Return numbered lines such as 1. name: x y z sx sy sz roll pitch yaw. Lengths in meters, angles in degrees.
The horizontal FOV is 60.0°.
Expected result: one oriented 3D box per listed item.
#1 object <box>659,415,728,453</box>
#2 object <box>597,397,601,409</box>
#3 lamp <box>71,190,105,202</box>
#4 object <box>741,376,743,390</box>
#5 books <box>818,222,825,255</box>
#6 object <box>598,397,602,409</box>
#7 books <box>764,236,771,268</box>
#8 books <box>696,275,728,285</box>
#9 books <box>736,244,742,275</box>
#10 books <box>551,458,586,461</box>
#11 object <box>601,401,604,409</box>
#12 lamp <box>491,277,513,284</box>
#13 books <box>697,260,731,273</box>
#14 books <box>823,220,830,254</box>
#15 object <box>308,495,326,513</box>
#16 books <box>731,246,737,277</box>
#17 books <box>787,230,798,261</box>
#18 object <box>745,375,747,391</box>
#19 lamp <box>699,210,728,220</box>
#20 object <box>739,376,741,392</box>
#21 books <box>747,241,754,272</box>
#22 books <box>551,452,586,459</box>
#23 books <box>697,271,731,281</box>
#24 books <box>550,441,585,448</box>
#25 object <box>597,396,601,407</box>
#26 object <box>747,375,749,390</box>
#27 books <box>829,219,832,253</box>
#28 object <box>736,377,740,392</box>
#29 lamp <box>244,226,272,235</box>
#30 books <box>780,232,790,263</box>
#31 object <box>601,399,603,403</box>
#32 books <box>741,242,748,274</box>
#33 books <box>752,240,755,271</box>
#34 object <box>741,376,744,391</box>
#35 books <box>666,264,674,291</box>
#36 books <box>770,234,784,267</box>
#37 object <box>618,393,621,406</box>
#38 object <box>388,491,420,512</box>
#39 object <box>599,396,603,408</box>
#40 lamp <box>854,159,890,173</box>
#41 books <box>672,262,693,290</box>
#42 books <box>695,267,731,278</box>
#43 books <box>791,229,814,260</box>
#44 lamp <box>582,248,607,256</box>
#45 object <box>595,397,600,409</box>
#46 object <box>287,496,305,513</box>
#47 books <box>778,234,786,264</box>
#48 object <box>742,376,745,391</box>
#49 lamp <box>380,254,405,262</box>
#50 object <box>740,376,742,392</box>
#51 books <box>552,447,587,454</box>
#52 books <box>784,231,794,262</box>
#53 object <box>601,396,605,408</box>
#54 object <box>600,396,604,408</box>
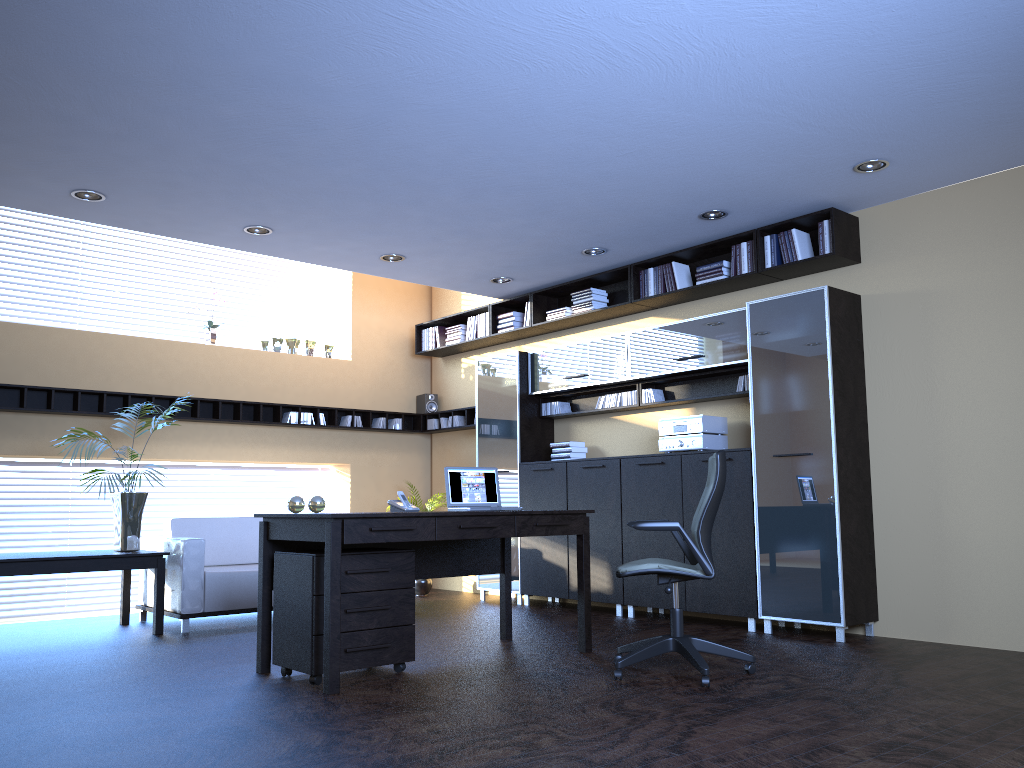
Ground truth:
1. object: 1.443 0.411 7.093 0.363 0.281 0.431 6 -10 -40
2. object: 0.843 0.175 8.061 0.142 0.112 0.059 6 -9 -40
3. lamp: -2.843 -1.307 5.955 0.209 0.096 0.208 -3 -8 19
4. object: 1.836 0.003 6.914 0.142 0.119 0.030 6 -9 -40
5. books: 2.282 -1.020 6.388 0.208 0.257 0.050 5 -9 -41
6. object: 0.849 0.173 8.053 0.142 0.112 0.059 6 -9 -40
7. books: 1.986 -0.973 6.706 0.208 0.257 0.050 5 -9 -41
8. books: 1.648 -0.808 7.116 0.208 0.050 0.259 6 -10 -41
9. books: 1.826 -0.944 6.909 0.208 0.257 0.050 5 -9 -40
10. books: 0.530 0.721 8.260 0.208 0.050 0.259 6 -10 -40
11. object: 0.873 0.170 8.034 0.142 0.112 0.059 6 -9 -40
12. lamp: -0.097 -1.014 8.302 0.208 0.096 0.210 3 -8 -23
13. books: 1.648 -0.925 7.104 0.208 0.050 0.259 6 -10 -40
14. books: 2.303 -1.026 6.347 0.208 0.257 0.036 5 -9 -40
15. object: -1.161 0.715 5.273 0.105 0.105 0.105 2 -8 -22
16. books: 1.789 -0.937 6.948 0.208 0.259 0.055 5 -9 -40
17. books: 2.125 -0.997 6.547 0.208 0.259 0.075 5 -9 -41
18. object: 1.857 -0.002 6.878 0.140 0.118 0.006 6 -9 -40
19. lamp: 1.474 -1.281 6.485 0.209 0.096 0.208 -8 -10 43
20. object: 1.823 0.005 6.929 0.142 0.119 0.030 6 -9 -40
21. books: 1.888 -0.956 6.826 0.208 0.257 0.050 5 -9 -40
22. books: 0.526 0.672 8.277 0.208 0.050 0.259 6 -10 -40
23. books: 1.648 -0.852 7.108 0.208 0.031 0.259 6 -10 -40
24. books: 0.518 0.572 8.294 0.208 0.050 0.259 6 -10 -41
25. object: 0.841 0.176 8.072 0.142 0.112 0.059 6 -9 -40
26. object: 1.866 -0.005 6.858 0.142 0.120 0.009 6 -9 -41
27. books: 2.332 -1.031 6.313 0.208 0.257 0.050 5 -9 -41
28. object: 1.813 0.008 6.941 0.142 0.118 0.040 6 -9 -40
29. lamp: -1.928 -1.209 6.737 0.209 0.096 0.208 -3 -8 19
30. books: 2.083 -0.990 6.595 0.208 0.259 0.075 5 -9 -41
31. object: 0.864 0.171 8.039 0.142 0.112 0.059 6 -9 -40
32. books: 1.853 -0.950 6.864 0.208 0.257 0.050 5 -9 -41
33. books: 1.921 -0.962 6.786 0.208 0.257 0.050 5 -9 -40
34. object: 1.836 0.001 6.900 0.140 0.117 0.026 6 -9 -41
35. books: 1.380 -0.868 7.425 0.208 0.259 0.075 5 -9 -40
36. books: 2.020 -0.979 6.667 0.208 0.257 0.050 5 -9 -41
37. object: 1.000 0.144 7.875 0.140 0.115 0.036 6 -9 -41
38. object: -0.652 0.709 5.347 0.146 0.126 0.130 -6 -9 34
39. object: 0.854 0.172 8.043 0.140 0.109 0.055 6 -9 -40
40. lamp: 2.259 -1.414 5.577 0.208 0.096 0.210 3 -8 -23
41. books: 1.420 -0.878 7.358 0.208 0.257 0.072 5 -9 -41
42. books: 1.640 -0.881 7.120 0.208 0.031 0.259 6 -10 -41
43. books: 2.145 -1.000 6.522 0.208 0.259 0.075 5 -9 -41
44. lamp: 0.688 -1.147 7.394 0.209 0.096 0.208 -8 -10 43
45. object: 0.826 0.176 8.073 0.142 0.112 0.059 6 -9 -41
46. object: -1.277 0.712 5.241 0.105 0.105 0.105 2 -8 -22
47. books: 2.079 -0.984 6.632 0.208 0.259 0.075 5 -9 -40
48. object: 1.842 0.002 6.905 0.142 0.119 0.030 6 -9 -40
49. lamp: -1.013 -1.111 7.519 0.209 0.096 0.208 -5 -9 31
50. object: 1.830 0.004 6.922 0.142 0.119 0.030 6 -9 -40
51. books: 0.540 0.621 8.279 0.208 0.050 0.259 6 -10 -40
52. books: 2.107 -0.993 6.574 0.208 0.259 0.075 5 -9 -40
53. object: 0.868 0.170 8.029 0.140 0.109 0.055 6 -9 -40
54. object: 0.864 0.171 8.038 0.140 0.109 0.055 6 -9 -40
